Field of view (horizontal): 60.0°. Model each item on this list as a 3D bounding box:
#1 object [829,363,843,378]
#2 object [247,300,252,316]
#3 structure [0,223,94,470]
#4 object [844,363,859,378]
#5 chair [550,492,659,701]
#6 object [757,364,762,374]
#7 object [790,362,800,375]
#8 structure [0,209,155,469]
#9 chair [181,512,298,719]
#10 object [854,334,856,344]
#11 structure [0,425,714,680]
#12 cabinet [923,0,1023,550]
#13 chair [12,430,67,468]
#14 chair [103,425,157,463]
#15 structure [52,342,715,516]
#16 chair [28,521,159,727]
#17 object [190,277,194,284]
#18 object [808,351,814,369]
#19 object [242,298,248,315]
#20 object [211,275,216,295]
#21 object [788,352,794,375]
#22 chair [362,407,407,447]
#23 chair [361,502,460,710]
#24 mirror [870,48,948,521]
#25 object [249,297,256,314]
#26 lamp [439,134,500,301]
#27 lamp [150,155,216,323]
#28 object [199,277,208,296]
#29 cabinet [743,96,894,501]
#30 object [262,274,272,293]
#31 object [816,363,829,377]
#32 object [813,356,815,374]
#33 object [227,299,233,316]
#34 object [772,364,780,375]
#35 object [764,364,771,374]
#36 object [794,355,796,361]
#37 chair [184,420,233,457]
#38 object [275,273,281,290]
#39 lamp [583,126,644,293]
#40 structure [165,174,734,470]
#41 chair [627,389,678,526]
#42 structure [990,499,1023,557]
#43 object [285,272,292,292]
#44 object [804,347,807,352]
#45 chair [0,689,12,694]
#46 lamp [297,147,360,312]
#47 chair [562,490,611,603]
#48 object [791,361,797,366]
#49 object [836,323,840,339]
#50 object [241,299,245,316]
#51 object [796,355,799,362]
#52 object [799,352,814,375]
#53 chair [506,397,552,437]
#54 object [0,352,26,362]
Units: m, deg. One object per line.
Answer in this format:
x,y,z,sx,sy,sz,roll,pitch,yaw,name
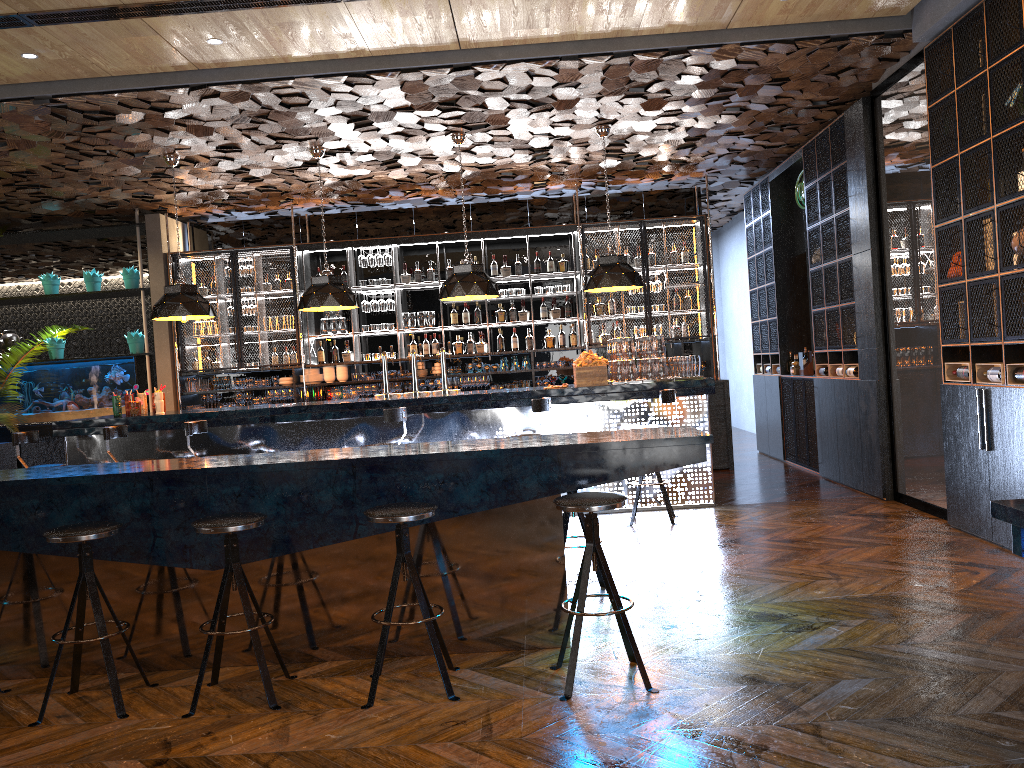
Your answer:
3.283,-0.135,8.818,0.122,0.132,0.396,-4,1,2,object
-3.369,-0.985,11.343,0.081,0.213,0.081,-4,1,7,object
-6.660,-0.148,10.165,1.873,3.561,4.073,-4,1,3,structure
3.271,-0.126,8.387,0.123,0.132,0.396,-4,1,3,object
0.367,0.888,3.875,0.419,0.813,0.419,-4,1,-3,chair
3.387,-0.207,11.886,0.122,0.132,0.396,-4,1,4,object
3.331,-0.181,10.394,0.106,0.164,0.106,-4,1,-9,object
-6.539,-0.267,11.373,4.269,3.734,0.705,-4,1,2,structure
-1.234,0.993,3.964,0.419,0.813,0.419,-4,1,-3,chair
3.347,-0.496,8.376,0.164,0.303,0.341,-4,1,7,object
-1.458,0.899,4.664,4.941,0.998,0.673,-4,1,2,structure
3.327,-0.673,4.293,0.691,3.514,4.416,-4,1,2,cabinet
-4.019,0.956,7.635,0.476,1.108,0.419,-4,1,2,chair
-3.203,0.903,7.548,0.476,1.108,0.419,-4,1,2,chair
-1.153,0.455,8.588,6.009,1.685,1.214,-4,1,2,structure
-1.896,1.037,3.984,0.419,0.813,0.419,-4,1,-3,chair
-4.081,-1.232,11.319,0.075,0.260,0.075,-5,2,-40,object
3.473,-0.248,10.352,0.080,0.279,0.080,-3,2,40,object
-3.372,-0.982,11.199,0.081,0.213,0.081,-4,1,7,object
-3.791,-1.250,11.287,0.075,0.261,0.075,-5,2,-40,object
3.391,-0.252,10.776,0.080,0.279,0.080,-5,2,-40,object
-1.073,0.762,7.470,0.476,1.108,0.419,-3,1,17,chair
-0.467,0.942,3.931,0.419,0.813,0.419,-4,1,-3,chair
3.210,-0.741,7.103,0.026,3.551,1.194,-4,1,2,mirror
-3.282,-0.988,11.196,0.081,0.213,0.081,-4,1,7,object
-0.462,-1.607,8.536,0.582,1.564,0.607,-4,1,2,lamp
-3.242,-1.397,8.605,0.582,1.606,0.607,-4,1,2,lamp
-3.926,-1.231,11.276,0.108,0.244,0.108,-4,1,-10,object
3.475,-0.798,9.906,0.691,3.514,4.416,-4,1,2,cabinet
-3.114,-1.280,11.266,0.108,0.244,0.108,-4,1,-10,object
3.296,-0.144,9.244,0.122,0.133,0.396,-4,1,2,object
3.561,-0.297,10.401,0.100,0.365,0.100,-3,2,45,object
-3.554,-0.969,11.204,0.081,0.213,0.081,-4,1,7,object
3.353,-0.185,11.033,0.122,0.132,0.396,-4,1,2,object
3.370,-0.196,11.458,0.123,0.132,0.396,-4,1,2,object
3.395,-0.231,10.622,0.065,0.237,0.065,-5,1,-30,object
-2.463,0.857,7.408,0.476,1.108,0.419,-4,1,2,chair
-2.977,-1.291,11.261,0.073,0.246,0.072,-4,1,-13,object
0.933,-1.702,8.617,0.582,1.564,0.607,-4,1,2,lamp
-0.852,-0.551,11.036,6.750,3.553,1.143,-4,1,2,structure
1.190,0.610,7.522,0.476,1.108,0.419,-4,1,12,chair
2.395,0.701,1.748,2.476,0.998,0.673,-4,1,2,structure
-2.832,-1.301,11.257,0.073,0.246,0.072,-3,1,17,object
3.464,-0.274,10.439,0.086,0.313,0.086,-3,2,45,object
-2.627,1.085,4.042,0.419,0.813,0.419,-4,1,-3,chair
-1.850,-1.518,8.692,0.582,1.564,0.607,-4,1,2,lamp
0.370,0.859,5.251,0.419,0.813,0.419,-4,1,-3,chair
3.416,-0.189,10.521,0.228,0.164,0.117,-4,1,3,object
3.316,-0.491,8.840,0.131,0.280,0.208,-4,1,-16,object
-3.455,-0.979,11.345,0.081,0.213,0.081,-4,1,7,object
3.445,-0.236,10.692,0.065,0.237,0.065,-5,2,-40,object
3.375,-0.235,10.174,0.116,0.264,0.144,-4,1,2,object
0.142,0.681,7.485,0.476,1.108,0.419,-3,1,17,chair
-6.460,-0.331,11.359,0.320,0.135,0.250,-4,1,2,object
